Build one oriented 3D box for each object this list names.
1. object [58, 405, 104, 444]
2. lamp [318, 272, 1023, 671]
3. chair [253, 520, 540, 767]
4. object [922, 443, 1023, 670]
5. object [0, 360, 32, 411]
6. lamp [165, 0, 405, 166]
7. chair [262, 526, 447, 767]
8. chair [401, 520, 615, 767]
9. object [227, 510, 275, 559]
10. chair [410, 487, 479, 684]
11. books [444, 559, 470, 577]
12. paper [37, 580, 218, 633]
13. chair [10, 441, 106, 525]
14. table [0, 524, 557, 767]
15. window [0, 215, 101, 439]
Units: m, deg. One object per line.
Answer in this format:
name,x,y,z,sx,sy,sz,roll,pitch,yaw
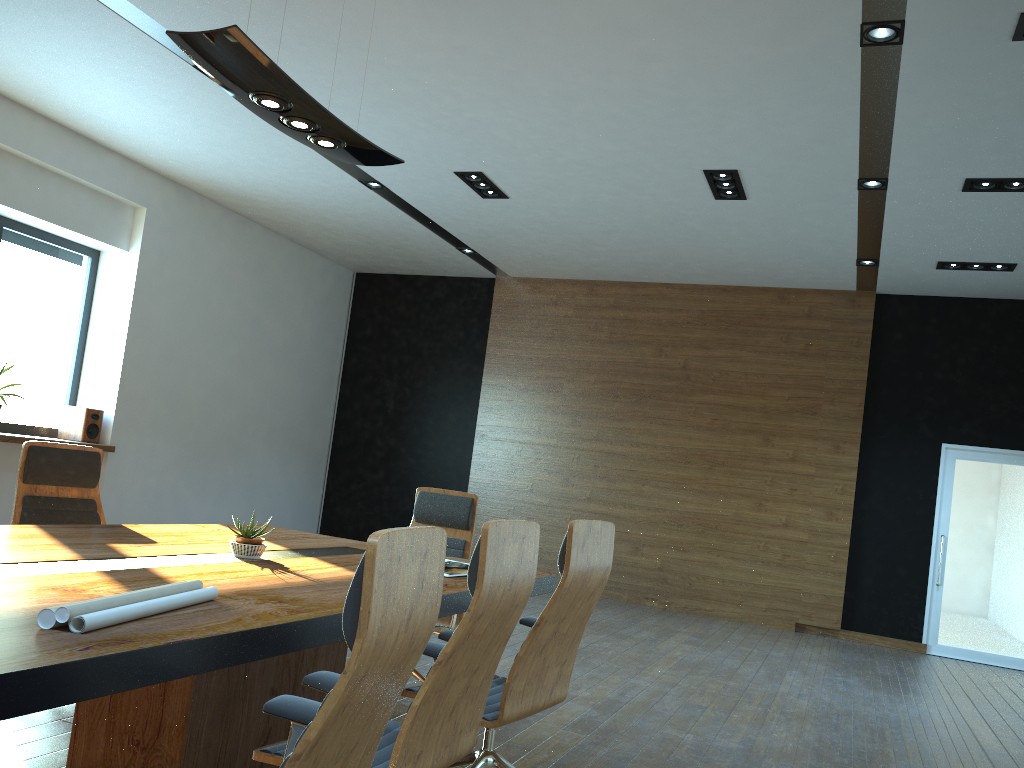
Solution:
object,-4.033,0.379,8.292,0.313,0.320,0.212,6,-5,22
lamp,0.422,0.275,8.045,9.377,3.697,16.768,5,-6,22
chair,-0.353,0.907,2.527,0.695,1.124,0.709,6,-4,22
object,4.902,1.742,8.970,1.195,2.154,0.201,6,-4,22
object,-4.305,0.087,7.289,0.472,0.619,0.518,4,-6,37
lamp,-0.772,-1.623,3.569,0.339,1.196,1.203,6,-5,22
chair,-0.557,0.791,1.683,0.695,1.124,0.709,6,-4,13
chair,-0.048,1.033,3.335,0.695,1.124,0.710,5,-5,29
object,-1.039,0.590,3.502,0.177,0.187,0.153,8,-4,-4
chair,-0.564,1.116,4.755,0.705,1.124,0.699,6,-5,24
books,-0.280,0.809,3.967,0.388,0.033,0.547,3,-7,33
paper,-1.661,0.368,1.692,2.248,0.083,0.628,11,-7,-28
chair,-2.021,0.863,4.146,0.695,1.124,0.710,4,-5,37
table,-1.641,0.854,2.071,1.782,0.794,5.570,5,-6,22
window,-4.772,-0.632,6.996,0.053,1.855,3.481,6,-6,22
